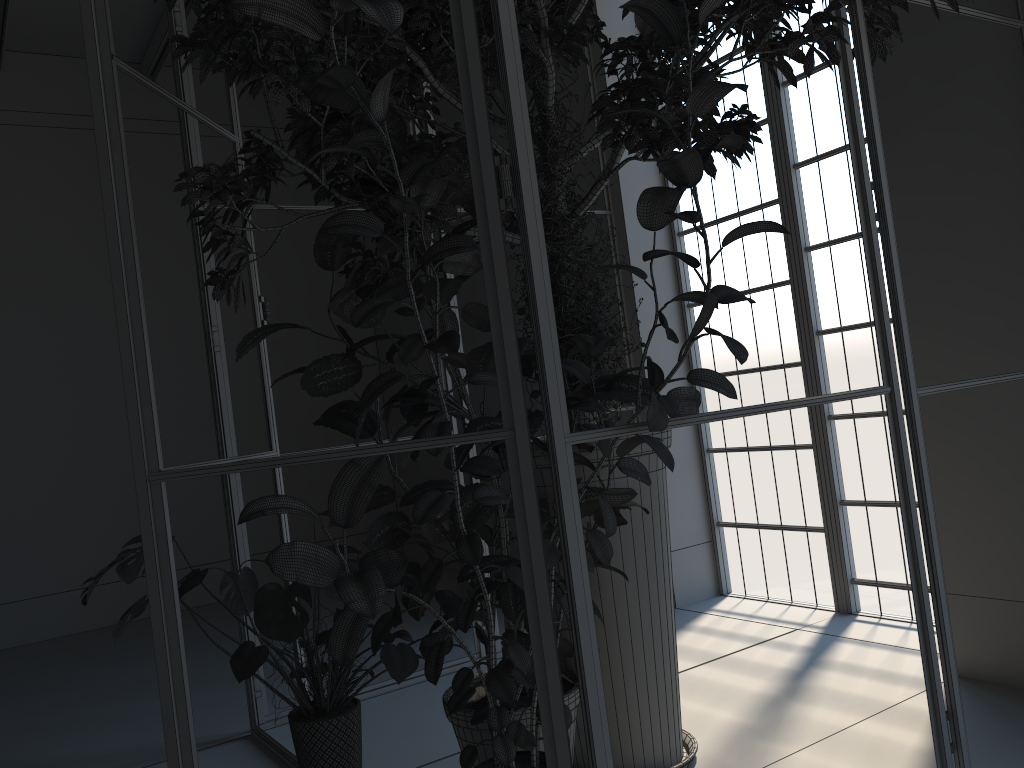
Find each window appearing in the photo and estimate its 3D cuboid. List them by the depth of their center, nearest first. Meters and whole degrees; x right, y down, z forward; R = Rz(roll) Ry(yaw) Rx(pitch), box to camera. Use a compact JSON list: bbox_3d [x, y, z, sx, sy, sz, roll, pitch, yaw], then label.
[{"bbox_3d":[3.575,-1.094,1.086,0.070,3.834,9.755,-6,-2,-33],"label":"window"}]

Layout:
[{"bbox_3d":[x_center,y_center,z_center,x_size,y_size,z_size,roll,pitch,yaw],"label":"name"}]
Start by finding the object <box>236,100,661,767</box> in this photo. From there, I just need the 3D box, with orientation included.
[{"bbox_3d":[-0.217,0.231,2.794,1.270,2.157,0.868,-7,-2,-2],"label":"object"}]

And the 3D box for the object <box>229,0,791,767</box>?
[{"bbox_3d":[-0.043,0.200,2.162,1.253,2.183,1.309,-7,-2,-22],"label":"object"}]

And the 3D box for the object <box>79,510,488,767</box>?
[{"bbox_3d":[-0.604,0.881,2.635,1.125,1.001,0.920,-6,-2,-35],"label":"object"}]

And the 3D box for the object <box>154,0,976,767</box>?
[{"bbox_3d":[0.104,-0.797,2.796,2.486,4.154,2.243,-8,-2,29],"label":"object"}]

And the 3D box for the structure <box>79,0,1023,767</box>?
[{"bbox_3d":[0.044,-0.389,3.228,2.994,3.454,2.452,-6,-2,-33],"label":"structure"}]
